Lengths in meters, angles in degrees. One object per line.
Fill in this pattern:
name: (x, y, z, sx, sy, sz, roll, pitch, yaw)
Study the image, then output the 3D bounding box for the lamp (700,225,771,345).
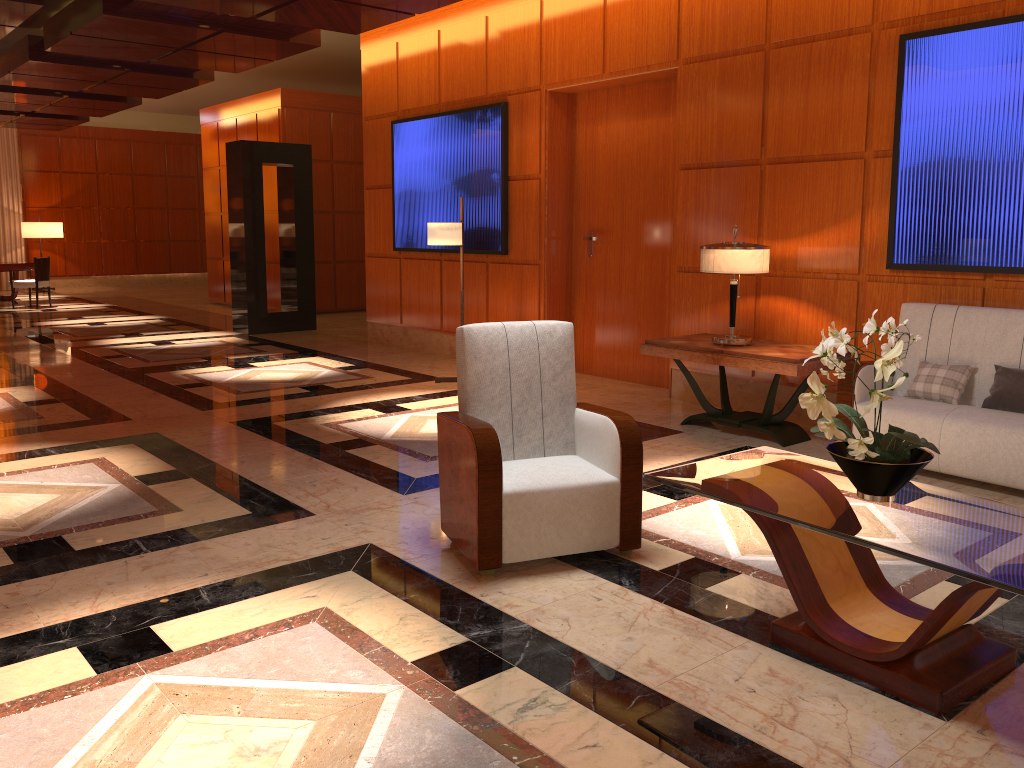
lamp: (1.494, -0.674, 5.975, 0.458, 0.789, 0.461, 2, 8, 12)

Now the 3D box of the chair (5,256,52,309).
chair: (-8.351, -1.771, 15.429, 0.576, 0.889, 0.588, 1, 8, 3)

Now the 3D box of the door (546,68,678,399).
door: (0.945, -1.308, 7.821, 0.341, 2.637, 1.543, -6, 10, -39)

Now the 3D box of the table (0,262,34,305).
table: (-9.340, -1.754, 15.679, 0.784, 0.737, 2.118, 4, 10, 21)

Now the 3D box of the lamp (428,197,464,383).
lamp: (-0.499, -0.818, 7.859, 0.360, 1.652, 0.528, 7, 10, 40)

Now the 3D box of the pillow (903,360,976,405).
pillow: (2.478, -0.011, 5.152, 0.195, 0.226, 0.345, -6, 11, -34)

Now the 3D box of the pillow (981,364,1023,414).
pillow: (2.779, 0.036, 4.839, 0.160, 0.251, 0.359, -8, 12, -43)

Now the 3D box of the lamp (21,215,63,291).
lamp: (-10.405, -2.909, 19.701, 0.811, 1.652, 0.815, 0, 8, 0)

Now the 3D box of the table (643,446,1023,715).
table: (1.233, 0.646, 2.888, 0.724, 0.493, 1.566, -7, 12, -36)

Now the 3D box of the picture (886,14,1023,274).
picture: (3.067, -1.322, 4.859, 0.057, 1.444, 2.003, -6, 11, -39)

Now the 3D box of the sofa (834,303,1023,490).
sofa: (2.739, 0.084, 4.785, 0.614, 0.927, 1.805, -7, 12, -39)

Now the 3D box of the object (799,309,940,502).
object: (1.202, 0.075, 2.939, 0.418, 0.614, 0.792, 4, 10, 27)

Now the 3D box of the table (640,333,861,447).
table: (1.589, 0.032, 6.063, 0.727, 0.603, 1.274, -7, 12, -39)

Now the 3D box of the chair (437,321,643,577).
chair: (0.101, 0.230, 3.845, 0.738, 0.956, 0.632, -3, 9, -21)

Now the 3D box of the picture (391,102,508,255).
picture: (-0.699, -2.108, 9.309, 0.057, 1.444, 2.003, -6, 11, -39)

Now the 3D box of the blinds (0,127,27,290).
blinds: (-12.477, -3.946, 18.633, 3.862, 4.042, 0.149, -7, 11, -40)
